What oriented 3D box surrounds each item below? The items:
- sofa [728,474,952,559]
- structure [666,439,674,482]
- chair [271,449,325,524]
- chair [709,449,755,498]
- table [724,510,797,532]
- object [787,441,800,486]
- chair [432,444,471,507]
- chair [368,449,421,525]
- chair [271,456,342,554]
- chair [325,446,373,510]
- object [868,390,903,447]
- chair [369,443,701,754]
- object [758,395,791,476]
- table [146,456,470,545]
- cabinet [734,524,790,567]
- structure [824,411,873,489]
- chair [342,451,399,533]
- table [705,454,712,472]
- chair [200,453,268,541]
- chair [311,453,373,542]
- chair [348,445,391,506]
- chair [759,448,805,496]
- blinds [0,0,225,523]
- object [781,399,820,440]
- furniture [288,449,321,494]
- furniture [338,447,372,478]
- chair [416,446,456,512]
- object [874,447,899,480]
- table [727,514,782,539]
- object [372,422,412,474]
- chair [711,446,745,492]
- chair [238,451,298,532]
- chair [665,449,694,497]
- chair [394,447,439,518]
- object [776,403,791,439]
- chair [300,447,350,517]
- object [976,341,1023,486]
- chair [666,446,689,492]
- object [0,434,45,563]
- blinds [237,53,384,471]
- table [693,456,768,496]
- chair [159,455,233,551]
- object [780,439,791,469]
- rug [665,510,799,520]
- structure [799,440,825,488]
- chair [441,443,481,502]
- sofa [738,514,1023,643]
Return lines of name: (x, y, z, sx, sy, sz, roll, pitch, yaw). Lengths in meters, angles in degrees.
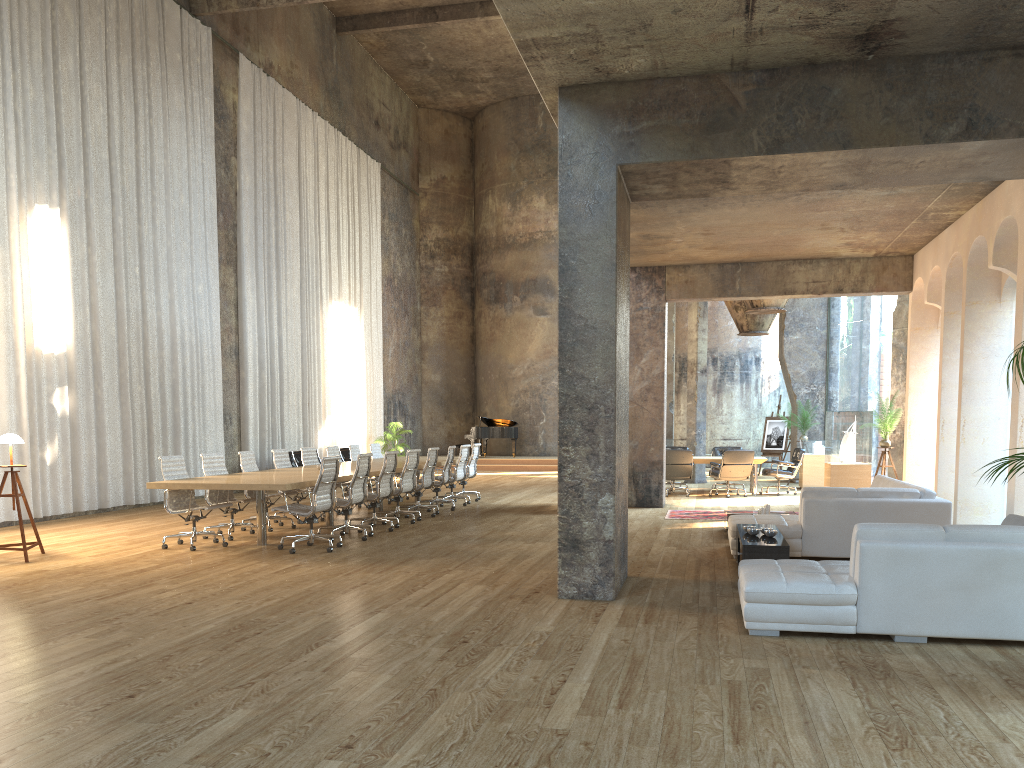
sofa: (3.495, 1.444, 9.976, 2.064, 0.727, 2.914, -1, -2, 12)
structure: (3.334, 1.776, 20.259, 0.743, 1.023, 0.730, 0, 2, 12)
chair: (-3.012, 1.436, 12.461, 0.698, 1.034, 0.661, 1, 3, 18)
chair: (4.052, 1.656, 16.397, 0.729, 0.900, 0.816, -1, 2, -14)
table: (3.125, 1.740, 11.104, 0.859, 0.248, 0.368, -1, 0, 12)
object: (6.467, 1.739, 19.260, 0.656, 0.981, 0.568, -3, 4, -41)
chair: (-1.048, 1.539, 14.852, 0.698, 1.034, 0.661, 1, 3, 21)
chair: (-1.626, 1.421, 12.255, 0.698, 1.034, 0.661, 1, 3, 21)
chair: (-2.221, 1.299, 9.564, 0.698, 1.034, 0.661, 1, 3, 18)
chair: (-2.628, 1.514, 14.192, 0.698, 1.034, 0.661, 1, 3, 18)
object: (6.040, 0.555, 14.197, 0.688, 0.947, 0.854, 0, 2, 3)
chair: (0.534, 1.561, 15.337, 12.949, 1.039, 31.348, -1, -3, 12)
object: (6.888, 1.343, 22.858, 0.699, 2.166, 0.680, 4, 6, 41)
table: (-2.243, 1.583, 12.873, 1.601, 0.763, 7.676, 0, -3, 13)
cabinet: (2.220, 1.532, 7.917, 0.396, 0.372, 1.554, 0, -2, 13)
structure: (5.317, 1.209, 13.926, 0.594, 1.561, 0.737, 1, 4, 12)
chair: (-1.817, 1.381, 11.380, 0.698, 1.034, 0.661, 1, 3, 18)
table: (4.876, 2.143, 23.282, 1.870, 0.551, 0.936, -1, -1, 12)
chair: (-3.388, 1.357, 10.718, 0.698, 1.034, 0.661, 1, 3, 21)
chair: (-2.014, 1.340, 10.486, 0.699, 1.034, 0.661, 1, 3, 16)
chair: (-2.431, 1.555, 15.086, 0.699, 1.034, 0.661, 1, 3, 16)
chair: (5.158, 1.673, 16.854, 0.821, 0.900, 0.725, 0, 2, 7)
blinds: (-6.403, -2.419, 12.939, 0.275, 8.716, 7.779, 1, 2, 14)
object: (6.328, 0.790, 19.287, 0.858, 0.948, 0.683, 0, 2, 15)
furniture: (-4.159, 1.807, 18.414, 0.708, 0.847, 1.862, 0, -1, 13)
furniture: (-3.643, 1.912, 20.737, 0.708, 0.847, 1.862, 0, -1, 13)
chair: (-1.225, 1.501, 14.017, 0.699, 1.034, 0.660, 0, 3, 12)
object: (5.982, 1.511, 14.289, 0.657, 0.981, 0.567, -1, 3, -23)
table: (3.046, 1.745, 10.747, 0.790, 0.204, 1.105, -1, -2, 12)
object: (-3.231, 1.767, 24.219, 1.092, 1.469, 1.121, 0, 2, 3)
chair: (4.369, 1.720, 17.808, 0.729, 0.900, 0.816, 0, 2, 13)
chair: (-3.203, 1.395, 11.551, 0.699, 1.034, 0.660, 0, 3, 12)
chair: (3.059, 1.669, 16.586, 0.729, 0.900, 0.816, 0, 2, 6)
chair: (-1.433, 1.460, 13.111, 0.698, 1.034, 0.661, 1, 3, 18)
object: (6.880, 0.898, 21.675, 0.686, 0.948, 0.855, 1, 2, 33)
chair: (-2.819, 1.475, 13.317, 0.698, 1.034, 0.661, 1, 3, 21)
object: (3.136, 0.631, 4.322, 1.401, 1.828, 1.347, 0, 2, 18)
chair: (3.279, 1.736, 18.050, 0.729, 0.900, 0.816, 0, 2, 19)
object: (-5.041, 1.154, 8.934, 0.655, 1.309, 0.568, -4, 5, -44)
blinds: (-4.534, -2.037, 21.350, 0.275, 8.716, 7.779, 1, 2, 14)
table: (3.704, 1.789, 17.187, 2.409, 0.706, 1.099, -1, 0, 12)
chair: (-3.546, 1.318, 9.871, 0.698, 1.034, 0.661, 1, 3, 18)
object: (6.934, 1.851, 21.722, 0.658, 0.981, 0.566, 0, 3, 7)
rug: (3.519, 1.938, 12.937, 2.462, 0.009, 1.339, -1, -3, 13)
structure: (6.386, 1.671, 18.245, 0.735, 1.023, 0.738, 0, 2, 12)
chair: (-0.896, 1.577, 15.701, 0.698, 1.034, 0.661, 1, 3, 18)
sofa: (2.587, 1.260, 5.887, 2.067, 0.727, 1.065, -1, 0, 12)
